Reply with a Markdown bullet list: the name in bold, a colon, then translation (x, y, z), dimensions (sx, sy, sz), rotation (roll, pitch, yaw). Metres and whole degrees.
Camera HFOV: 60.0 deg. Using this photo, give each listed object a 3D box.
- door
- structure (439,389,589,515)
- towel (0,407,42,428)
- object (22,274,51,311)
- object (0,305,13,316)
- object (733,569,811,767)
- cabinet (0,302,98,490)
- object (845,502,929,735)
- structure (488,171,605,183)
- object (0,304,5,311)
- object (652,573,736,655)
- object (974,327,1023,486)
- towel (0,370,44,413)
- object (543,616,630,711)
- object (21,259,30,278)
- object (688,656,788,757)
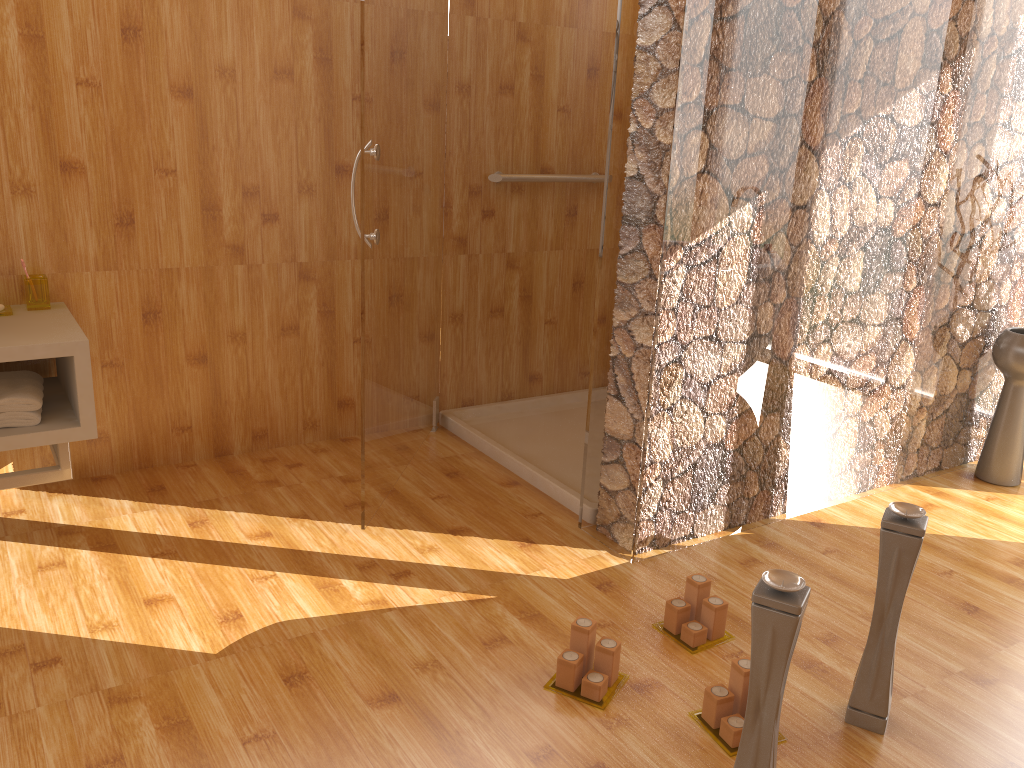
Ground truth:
- **door**: translation (-0.338, -0.755, 2.671), dimensions (0.077, 2.147, 0.983), rotation (5, 17, 7)
- **structure**: translation (0.378, 0.208, 3.318), dimensions (0.955, 0.050, 1.000), rotation (-8, 20, -31)
- **towel**: translation (-1.327, 0.058, 2.351), dimensions (0.140, 0.048, 0.225), rotation (-6, 19, -26)
- **object**: translation (-1.362, -0.263, 2.540), dimensions (0.060, 0.093, 0.060), rotation (-8, 20, -31)
- **object**: translation (-1.449, -0.202, 2.468), dimensions (0.100, 0.010, 0.100), rotation (-8, 20, -31)
- **object**: translation (0.525, -0.463, 2.327), dimensions (0.347, 1.921, 2.276), rotation (6, 17, 9)
- **cabinet**: translation (-1.694, 0.163, 2.226), dimensions (1.136, 0.570, 0.517), rotation (-8, 20, -31)
- **object**: translation (0.750, 0.469, 1.778), dimensions (0.080, 0.478, 0.080), rotation (12, 19, 27)
- **structure**: translation (0.412, -0.668, 3.046), dimensions (0.587, 0.043, 1.001), rotation (-8, 20, -31)
- **object**: translation (-1.450, -0.211, 2.467), dimensions (0.050, 0.023, 0.075), rotation (4, 17, 2)
- **object**: translation (0.439, 0.534, 2.112), dimensions (0.141, 0.131, 0.141), rotation (-8, 20, -32)
- **object**: translation (2.000, -0.186, 3.048), dimensions (0.655, 1.112, 0.284), rotation (-1, 17, -11)
- **towel**: translation (-1.323, 0.019, 2.351), dimensions (0.140, 0.048, 0.225), rotation (-6, 19, -26)
- **object**: translation (0.165, 0.584, 1.901), dimensions (0.141, 0.131, 0.141), rotation (12, 19, 27)
- **object**: translation (-1.367, -0.292, 2.509), dimensions (0.012, 0.132, 0.063), rotation (2, 17, -4)
- **object**: translation (0.460, 0.635, 1.783), dimensions (0.141, 0.131, 0.141), rotation (-5, 18, -24)
